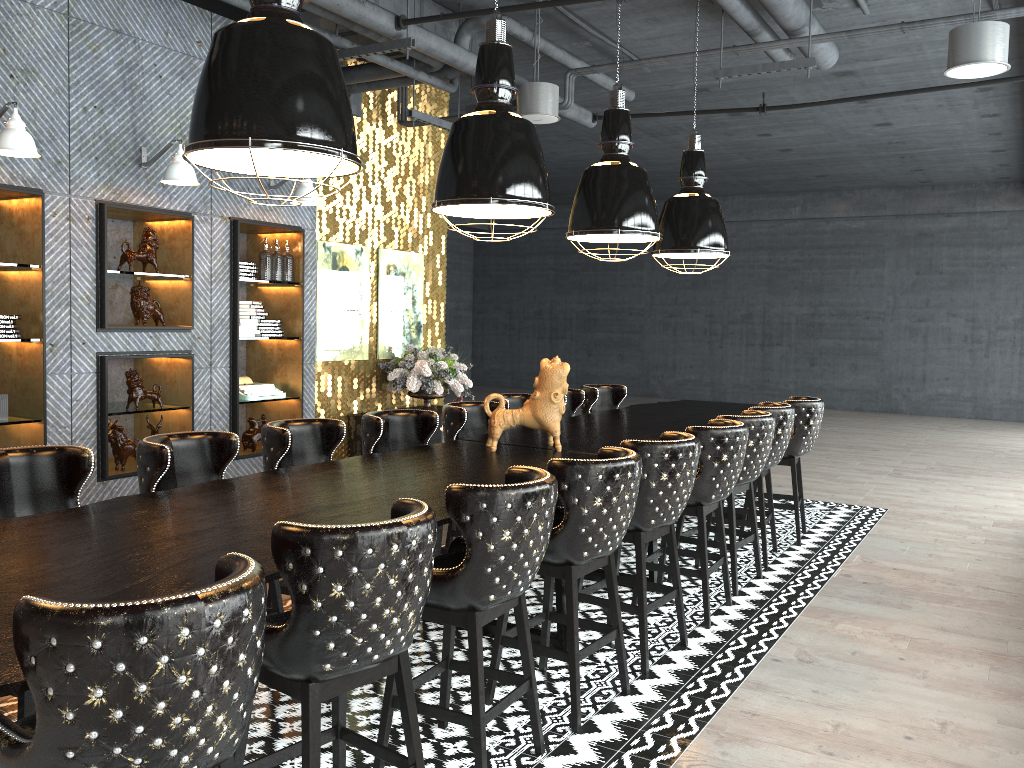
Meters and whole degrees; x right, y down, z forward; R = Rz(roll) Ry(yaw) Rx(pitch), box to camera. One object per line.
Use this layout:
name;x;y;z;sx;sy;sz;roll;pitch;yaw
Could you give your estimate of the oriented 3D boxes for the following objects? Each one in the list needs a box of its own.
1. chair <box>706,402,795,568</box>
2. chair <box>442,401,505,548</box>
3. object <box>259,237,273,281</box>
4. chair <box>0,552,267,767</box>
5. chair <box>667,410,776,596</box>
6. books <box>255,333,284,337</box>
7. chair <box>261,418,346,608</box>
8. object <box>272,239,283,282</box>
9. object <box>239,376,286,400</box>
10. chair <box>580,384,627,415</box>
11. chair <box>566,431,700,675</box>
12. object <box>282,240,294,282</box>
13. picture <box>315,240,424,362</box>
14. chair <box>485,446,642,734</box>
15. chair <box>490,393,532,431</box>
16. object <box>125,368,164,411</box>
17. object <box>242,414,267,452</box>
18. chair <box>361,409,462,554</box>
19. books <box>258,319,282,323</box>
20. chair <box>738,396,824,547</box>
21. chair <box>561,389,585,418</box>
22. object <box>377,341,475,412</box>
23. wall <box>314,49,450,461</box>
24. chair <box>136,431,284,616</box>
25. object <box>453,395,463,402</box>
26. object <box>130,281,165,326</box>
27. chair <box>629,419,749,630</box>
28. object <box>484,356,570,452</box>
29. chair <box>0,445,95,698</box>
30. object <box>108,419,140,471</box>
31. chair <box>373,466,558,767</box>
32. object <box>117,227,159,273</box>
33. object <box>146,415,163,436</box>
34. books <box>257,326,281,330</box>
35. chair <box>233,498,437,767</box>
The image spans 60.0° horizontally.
chair;1.672;0.679;6.235;0.568;1.092;0.504;3;4;24
chair;-0.172;0.677;5.691;0.568;1.092;0.504;4;4;32
object;-1.960;-0.991;7.057;0.109;0.349;0.109;0;4;-14
chair;-0.819;0.931;1.913;0.568;1.092;0.504;4;5;40
chair;1.351;0.717;5.609;0.568;1.092;0.504;4;4;34
books;-2.011;-0.399;7.197;0.193;0.028;0.245;4;5;31
chair;-0.980;0.744;4.495;0.568;1.092;0.504;3;4;25
object;-1.901;-0.997;7.156;0.109;0.349;0.109;2;4;16
object;-2.175;0.033;7.165;0.484;0.149;0.535;4;5;29
chair;0.853;0.564;7.599;0.568;1.092;0.504;4;5;39
chair;0.621;0.788;4.376;0.568;1.092;0.504;4;4;35
object;-1.841;-1.003;7.255;0.109;0.349;0.109;1;4;1
picture;-1.329;-0.772;8.525;0.022;1.072;1.574;3;4;30
chair;0.250;0.823;3.770;0.568;1.092;0.504;4;4;33
chair;0.088;0.633;6.386;0.568;1.092;0.504;4;4;32
object;-2.529;0.036;6.105;0.135;0.294;0.257;4;5;38
object;-1.997;0.391;7.116;0.165;0.303;0.341;4;5;35
chair;-0.578;0.713;5.047;0.568;1.092;0.504;4;5;39
books;-2.025;-0.513;7.200;0.193;0.028;0.245;4;5;29
chair;2.087;0.646;6.839;0.568;1.092;0.504;3;4;23
chair;0.492;0.600;6.978;0.568;1.092;0.504;3;4;23
object;-0.845;-0.065;8.683;0.875;0.662;0.848;-1;4;-29
wall;-1.333;-1.163;8.532;0.024;4.380;2.446;3;4;30
chair;-1.339;0.779;3.889;0.568;1.092;0.504;3;4;21
object;-0.552;0.169;9.021;0.082;0.164;0.173;-1;5;-34
object;-2.533;-0.543;6.148;0.159;0.337;0.242;4;4;35
chair;1.023;0.752;5.005;0.568;1.092;0.504;3;4;28
object;0.078;0.109;4.959;0.475;0.545;0.249;1;4;-7
chair;-1.769;0.807;3.348;0.568;1.092;0.504;3;4;27
object;-2.646;0.412;6.055;0.168;0.359;0.266;3;4;24
chair;-0.134;0.856;3.181;0.568;1.092;0.504;3;4;27
object;-2.558;-0.925;6.078;0.152;0.325;0.292;3;4;28
object;-2.541;0.394;6.294;0.116;0.358;0.198;-1;4;-29
books;-2.028;-0.455;7.181;0.193;0.028;0.245;4;5;32
chair;-0.508;0.891;2.571;0.568;1.092;0.504;4;5;39
